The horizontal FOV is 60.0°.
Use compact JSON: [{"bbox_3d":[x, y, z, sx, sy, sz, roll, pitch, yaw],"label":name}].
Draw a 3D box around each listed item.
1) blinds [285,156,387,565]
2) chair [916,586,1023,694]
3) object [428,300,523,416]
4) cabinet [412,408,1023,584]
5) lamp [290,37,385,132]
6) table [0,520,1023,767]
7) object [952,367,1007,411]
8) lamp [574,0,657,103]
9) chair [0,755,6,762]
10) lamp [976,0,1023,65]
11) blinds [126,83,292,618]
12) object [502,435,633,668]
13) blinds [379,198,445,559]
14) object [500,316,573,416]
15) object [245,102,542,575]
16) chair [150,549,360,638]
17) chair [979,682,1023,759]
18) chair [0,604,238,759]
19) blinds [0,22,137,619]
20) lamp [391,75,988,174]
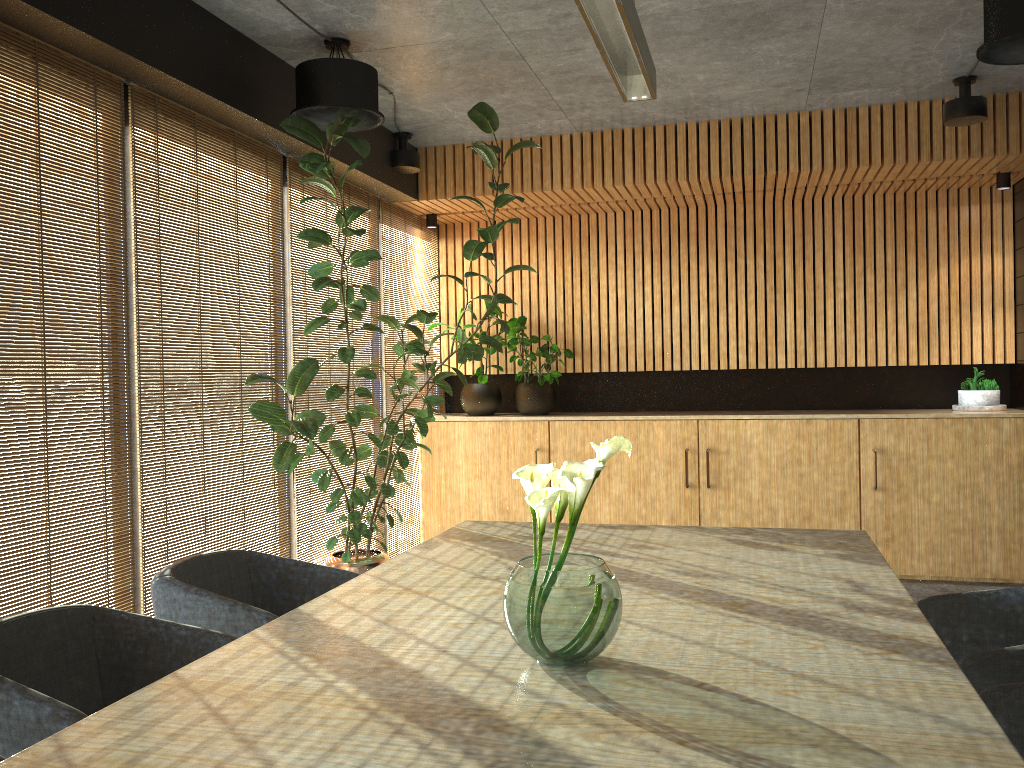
[{"bbox_3d":[-1.225,0.033,6.397,0.039,3.038,1.422,-1,1,15],"label":"blinds"},{"bbox_3d":[1.575,1.097,2.713,0.761,0.944,0.706,-1,1,15],"label":"chair"},{"bbox_3d":[-0.336,-0.242,7.995,0.640,1.054,0.666,-2,1,-33],"label":"object"},{"bbox_3d":[1.616,0.884,7.569,4.954,1.272,1.006,-1,1,15],"label":"cabinet"},{"bbox_3d":[-0.971,-1.680,4.921,0.513,0.497,0.513,-1,1,-14],"label":"lamp"},{"bbox_3d":[0.139,1.139,2.174,1.816,0.927,3.932,-1,1,15],"label":"table"},{"bbox_3d":[3.714,0.038,7.056,0.384,0.347,0.384,-1,1,38],"label":"object"},{"bbox_3d":[0.058,-1.587,2.167,0.151,0.618,4.009,-1,1,15],"label":"lamp"},{"bbox_3d":[-1.408,1.169,1.665,0.761,0.944,0.706,-1,1,15],"label":"chair"},{"bbox_3d":[2.383,-1.740,4.003,0.513,0.497,0.513,-1,1,45],"label":"lamp"},{"bbox_3d":[-1.618,0.056,4.956,0.039,3.038,1.422,-1,1,15],"label":"blinds"},{"bbox_3d":[0.126,0.403,2.188,0.295,0.546,0.322,-1,1,25],"label":"object"},{"bbox_3d":[-0.837,0.011,7.813,0.039,3.038,1.422,-1,1,15],"label":"blinds"},{"bbox_3d":[0.157,-0.163,7.846,0.679,0.880,0.512,-1,1,19],"label":"object"},{"bbox_3d":[-0.941,-0.044,5.762,1.875,3.266,1.958,-2,1,-36],"label":"object"},{"bbox_3d":[-0.933,1.142,3.400,0.761,0.944,0.706,-1,1,15],"label":"chair"},{"bbox_3d":[1.338,1.111,1.846,0.761,0.944,0.706,-1,1,15],"label":"chair"},{"bbox_3d":[-1.170,1.156,2.533,0.761,0.944,0.706,-1,1,15],"label":"chair"},{"bbox_3d":[-2.006,0.079,3.540,0.039,3.038,1.422,-1,1,15],"label":"blinds"},{"bbox_3d":[1.058,-1.823,6.289,4.179,0.294,0.257,-1,1,15],"label":"lamp"}]
